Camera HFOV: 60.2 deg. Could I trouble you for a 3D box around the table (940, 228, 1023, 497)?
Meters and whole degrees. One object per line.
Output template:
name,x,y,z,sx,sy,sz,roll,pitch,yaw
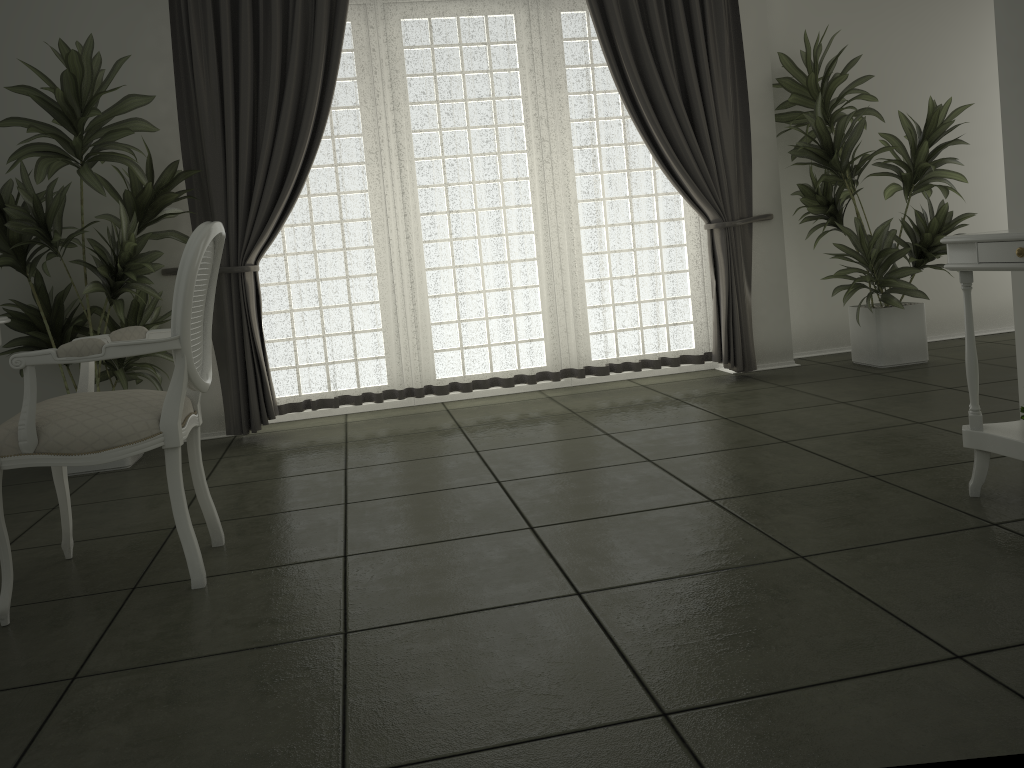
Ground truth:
table,1.609,-0.036,2.444,0.433,0.801,0.702,-6,5,-10

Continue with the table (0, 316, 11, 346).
table,-1.798,0.262,2.510,0.742,0.825,0.744,-7,6,-13

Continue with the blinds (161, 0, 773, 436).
blinds,-0.182,-1.176,5.181,3.665,2.590,0.663,-7,4,-10

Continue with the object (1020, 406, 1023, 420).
object,1.625,0.037,2.450,0.375,0.230,0.348,-7,7,-14

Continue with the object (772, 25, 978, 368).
object,2.229,-1.176,5.373,1.160,2.085,1.047,-5,4,8

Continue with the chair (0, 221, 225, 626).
chair,-1.182,0.061,2.696,0.691,1.058,0.598,-6,4,-10

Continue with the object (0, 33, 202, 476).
object,-2.189,-0.616,4.389,1.160,2.085,1.047,-5,4,8
